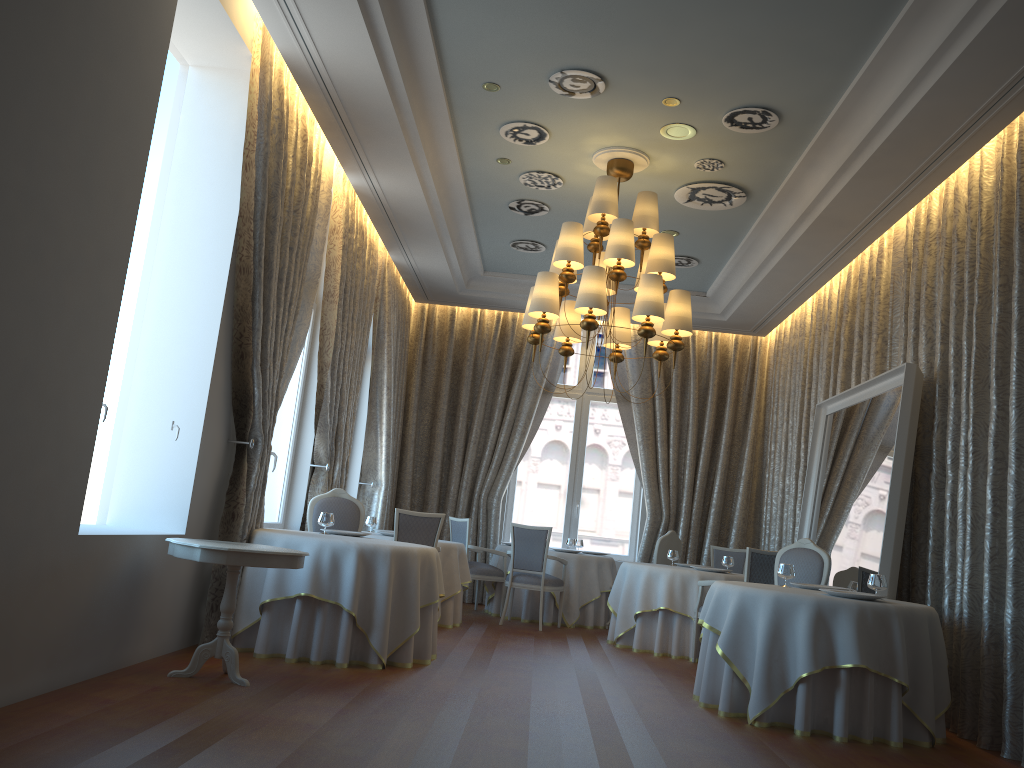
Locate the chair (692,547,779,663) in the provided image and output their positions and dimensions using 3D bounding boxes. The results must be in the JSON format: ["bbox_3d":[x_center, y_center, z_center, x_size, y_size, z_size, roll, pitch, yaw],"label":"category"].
[{"bbox_3d":[2.133,2.076,8.244,0.650,1.108,0.629,11,-10,-27],"label":"chair"}]

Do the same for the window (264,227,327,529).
[{"bbox_3d":[-2.041,-0.327,7.978,0.259,3.306,1.882,6,-9,2],"label":"window"}]

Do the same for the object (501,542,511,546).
[{"bbox_3d":[0.063,1.994,11.006,0.419,0.036,0.419,6,-9,1],"label":"object"}]

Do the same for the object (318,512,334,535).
[{"bbox_3d":[-1.455,1.091,6.936,0.128,0.165,0.128,9,-10,-15],"label":"object"}]

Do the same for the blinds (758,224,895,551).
[{"bbox_3d":[3.385,0.631,10.041,0.238,4.819,4.439,6,-9,3],"label":"blinds"}]

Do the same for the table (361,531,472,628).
[{"bbox_3d":[-1.262,2.047,9.349,1.667,0.890,1.663,7,-9,-3],"label":"table"}]

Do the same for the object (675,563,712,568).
[{"bbox_3d":[1.982,1.990,9.687,0.419,0.036,0.419,6,-9,1],"label":"object"}]

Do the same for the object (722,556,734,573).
[{"bbox_3d":[2.222,1.860,9.131,0.128,0.165,0.128,6,-9,3],"label":"object"}]

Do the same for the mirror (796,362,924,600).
[{"bbox_3d":[2.892,1.275,7.714,0.385,2.564,2.251,6,-9,3],"label":"mirror"}]

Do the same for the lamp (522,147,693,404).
[{"bbox_3d":[0.841,-0.936,7.590,1.373,2.121,1.373,-1,-12,40],"label":"lamp"}]

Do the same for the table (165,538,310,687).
[{"bbox_3d":[-1.673,1.355,5.220,0.760,0.801,0.761,-2,-12,42],"label":"table"}]

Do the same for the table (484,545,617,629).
[{"bbox_3d":[0.508,2.523,11.051,1.667,0.890,1.663,3,-10,21],"label":"table"}]

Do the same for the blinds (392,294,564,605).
[{"bbox_3d":[-0.526,0.591,12.327,2.535,4.901,0.386,6,-9,3],"label":"blinds"}]

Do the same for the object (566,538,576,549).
[{"bbox_3d":[0.729,2.004,11.015,0.128,0.165,0.128,6,-9,3],"label":"object"}]

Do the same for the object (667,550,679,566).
[{"bbox_3d":[1.731,1.872,9.538,0.128,0.165,0.128,6,-9,3],"label":"object"}]

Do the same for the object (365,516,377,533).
[{"bbox_3d":[-1.533,1.529,9.653,0.128,0.165,0.128,6,-9,3],"label":"object"}]

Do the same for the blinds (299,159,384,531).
[{"bbox_3d":[-1.720,-0.058,9.187,0.335,4.969,2.257,6,-9,3],"label":"blinds"}]

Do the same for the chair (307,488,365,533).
[{"bbox_3d":[-1.499,1.508,7.592,0.563,1.233,0.690,10,-10,-22],"label":"chair"}]

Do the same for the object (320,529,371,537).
[{"bbox_3d":[-1.353,1.216,7.229,0.419,0.036,0.419,6,-9,1],"label":"object"}]

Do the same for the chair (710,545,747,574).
[{"bbox_3d":[2.475,2.461,10.355,0.650,1.108,0.629,2,-10,23],"label":"chair"}]

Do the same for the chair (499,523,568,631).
[{"bbox_3d":[0.233,2.144,9.937,0.650,1.108,0.629,3,-10,18],"label":"chair"}]

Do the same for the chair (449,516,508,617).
[{"bbox_3d":[-0.448,2.193,10.695,0.629,1.108,0.650,12,-11,-32],"label":"chair"}]

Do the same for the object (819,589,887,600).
[{"bbox_3d":[2.217,1.373,5.774,0.419,0.036,0.419,6,-9,1],"label":"object"}]

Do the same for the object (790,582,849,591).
[{"bbox_3d":[2.294,1.522,6.630,0.419,0.036,0.419,6,-9,1],"label":"object"}]

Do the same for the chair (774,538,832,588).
[{"bbox_3d":[2.126,1.827,7.080,0.690,1.233,0.563,13,-12,-37],"label":"chair"}]

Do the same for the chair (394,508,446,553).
[{"bbox_3d":[-1.014,1.738,8.312,0.650,1.108,0.629,10,-10,-22],"label":"chair"}]

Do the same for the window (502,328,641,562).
[{"bbox_3d":[0.963,0.777,12.667,1.881,3.306,0.196,6,-9,3],"label":"window"}]

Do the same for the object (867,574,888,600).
[{"bbox_3d":[2.472,1.374,6.004,0.128,0.165,0.128,6,-9,3],"label":"object"}]

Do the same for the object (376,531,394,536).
[{"bbox_3d":[-1.163,1.522,8.963,0.419,0.036,0.419,6,-9,1],"label":"object"}]

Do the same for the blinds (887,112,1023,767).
[{"bbox_3d":[3.257,-0.092,5.731,0.238,4.819,4.439,6,-9,3],"label":"blinds"}]

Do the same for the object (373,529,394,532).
[{"bbox_3d":[-1.338,1.652,9.870,0.419,0.036,0.419,6,-9,1],"label":"object"}]

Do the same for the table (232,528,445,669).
[{"bbox_3d":[-1.347,1.610,6.748,1.663,0.890,1.667,8,-9,-8],"label":"table"}]

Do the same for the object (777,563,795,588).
[{"bbox_3d":[2.006,1.402,6.488,0.128,0.165,0.128,0,-11,32],"label":"object"}]

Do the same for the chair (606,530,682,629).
[{"bbox_3d":[1.587,2.341,10.576,0.690,1.233,0.563,-2,-13,42],"label":"chair"}]

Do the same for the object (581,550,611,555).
[{"bbox_3d":[1.033,2.124,11.144,0.419,0.036,0.419,6,-9,1],"label":"object"}]

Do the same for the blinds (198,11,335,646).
[{"bbox_3d":[-1.816,-0.468,6.764,0.315,4.930,2.204,6,-9,3],"label":"blinds"}]

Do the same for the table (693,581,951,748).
[{"bbox_3d":[2.124,1.896,6.144,1.663,0.890,1.667,8,-9,-8],"label":"table"}]

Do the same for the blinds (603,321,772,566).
[{"bbox_3d":[2.331,0.885,12.187,2.476,4.901,0.386,6,-9,3],"label":"blinds"}]

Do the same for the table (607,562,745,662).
[{"bbox_3d":[1.839,2.364,9.184,1.663,0.890,1.667,4,-10,16],"label":"table"}]

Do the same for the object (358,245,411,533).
[{"bbox_3d":[-1.599,0.355,11.334,0.386,4.901,2.121,6,-9,3],"label":"object"}]

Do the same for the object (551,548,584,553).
[{"bbox_3d":[0.661,2.008,10.689,0.419,0.036,0.419,6,-9,1],"label":"object"}]

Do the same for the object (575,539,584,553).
[{"bbox_3d":[0.860,2.087,11.429,0.128,0.165,0.128,6,-9,3],"label":"object"}]

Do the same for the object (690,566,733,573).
[{"bbox_3d":[1.996,1.858,8.877,0.419,0.036,0.419,6,-9,1],"label":"object"}]
